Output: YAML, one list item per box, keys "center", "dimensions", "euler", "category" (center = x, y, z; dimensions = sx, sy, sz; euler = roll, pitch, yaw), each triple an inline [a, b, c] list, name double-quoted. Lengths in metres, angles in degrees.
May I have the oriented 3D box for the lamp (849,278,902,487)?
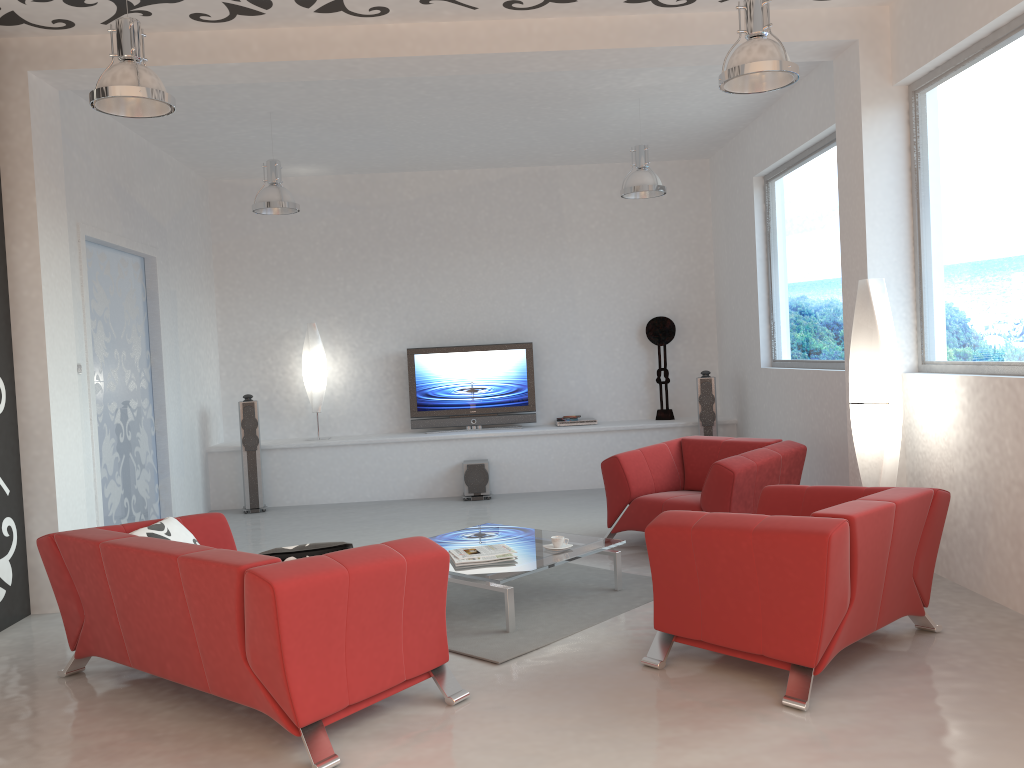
- center: [2.165, 0.270, 5.261]
  dimensions: [0.313, 1.779, 0.313]
  euler: [-3, 2, -10]
  category: "lamp"

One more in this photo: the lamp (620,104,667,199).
- center: [1.066, -1.960, 7.312]
  dimensions: [0.379, 0.800, 0.379]
  euler: [-1, 2, 37]
  category: "lamp"

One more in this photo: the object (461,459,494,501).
- center: [-0.363, 0.979, 9.055]
  dimensions: [0.336, 0.374, 0.337]
  euler: [-3, 2, -2]
  category: "object"

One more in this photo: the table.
- center: [-0.106, 1.124, 5.328]
  dimensions: [1.162, 0.286, 1.097]
  euler: [-1, 3, 43]
  category: "table"

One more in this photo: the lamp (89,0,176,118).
- center: [-1.819, -1.713, 4.203]
  dimensions: [0.379, 0.800, 0.379]
  euler: [-3, 2, -9]
  category: "lamp"

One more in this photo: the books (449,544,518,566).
- center: [-0.167, 0.975, 5.077]
  dimensions: [0.367, 0.035, 0.345]
  euler: [-3, 2, -12]
  category: "books"

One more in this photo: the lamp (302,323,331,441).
- center: [-2.096, -0.030, 9.451]
  dimensions: [0.263, 1.239, 0.263]
  euler: [-3, 2, -10]
  category: "lamp"

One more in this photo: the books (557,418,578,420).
- center: [0.598, 0.374, 9.627]
  dimensions: [0.190, 0.015, 0.135]
  euler: [-4, 2, -22]
  category: "books"

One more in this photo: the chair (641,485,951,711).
- center: [1.334, 0.870, 4.129]
  dimensions: [1.288, 0.738, 0.951]
  euler: [-5, 3, -42]
  category: "chair"

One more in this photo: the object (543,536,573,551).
- center: [0.268, 0.932, 5.198]
  dimensions: [0.153, 0.069, 0.153]
  euler: [-4, 2, -36]
  category: "object"

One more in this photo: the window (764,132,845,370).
- center: [2.514, -1.023, 7.191]
  dimensions: [0.100, 1.800, 2.400]
  euler: [-3, 2, -2]
  category: "window"

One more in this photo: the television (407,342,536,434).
- center: [-0.433, 0.041, 9.602]
  dimensions: [1.356, 0.919, 0.343]
  euler: [-3, 2, -2]
  category: "television"

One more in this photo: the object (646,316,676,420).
- center: [1.645, -0.173, 9.678]
  dimensions: [0.331, 1.130, 0.108]
  euler: [-2, 2, 23]
  category: "object"

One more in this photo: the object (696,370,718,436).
- center: [2.013, 0.451, 9.100]
  dimensions: [0.255, 1.184, 0.273]
  euler: [-2, 2, 13]
  category: "object"

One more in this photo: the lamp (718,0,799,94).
- center: [1.184, -1.869, 4.316]
  dimensions: [0.379, 0.800, 0.379]
  euler: [-2, 2, 27]
  category: "lamp"

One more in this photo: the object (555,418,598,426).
- center: [0.694, 0.412, 9.656]
  dimensions: [0.430, 0.045, 0.352]
  euler: [-3, 2, -2]
  category: "object"

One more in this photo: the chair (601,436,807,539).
- center: [1.370, 0.795, 6.390]
  dimensions: [0.951, 0.738, 1.288]
  euler: [-5, 3, -42]
  category: "chair"

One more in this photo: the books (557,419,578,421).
- center: [0.600, 0.389, 9.625]
  dimensions: [0.190, 0.015, 0.135]
  euler: [-4, 2, -37]
  category: "books"

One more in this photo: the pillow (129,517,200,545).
- center: [-1.636, 0.839, 4.290]
  dimensions: [0.288, 0.343, 0.402]
  euler: [-3, 2, 5]
  category: "pillow"

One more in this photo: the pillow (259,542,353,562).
- center: [-0.852, 0.819, 3.673]
  dimensions: [0.402, 0.343, 0.288]
  euler: [-3, 2, -10]
  category: "pillow"

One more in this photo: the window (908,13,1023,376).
- center: [2.624, -0.938, 4.394]
  dimensions: [0.100, 1.800, 2.400]
  euler: [-3, 2, -2]
  category: "window"

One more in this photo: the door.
- center: [-3.190, 0.093, 7.201]
  dimensions: [0.240, 2.550, 1.600]
  euler: [-3, 2, -2]
  category: "door"

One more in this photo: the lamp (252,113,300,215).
- center: [-1.937, -1.804, 7.199]
  dimensions: [0.379, 0.800, 0.379]
  euler: [-3, 2, -6]
  category: "lamp"

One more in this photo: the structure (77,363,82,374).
- center: [-3.055, -0.107, 6.214]
  dimensions: [0.016, 0.080, 0.170]
  euler: [-3, 2, -2]
  category: "structure"

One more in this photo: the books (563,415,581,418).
- center: [0.649, 0.356, 9.624]
  dimensions: [0.190, 0.015, 0.135]
  euler: [-3, 2, 8]
  category: "books"

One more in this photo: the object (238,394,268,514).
- center: [-2.626, 0.693, 8.930]
  dimensions: [0.255, 1.184, 0.273]
  euler: [-3, 2, -17]
  category: "object"

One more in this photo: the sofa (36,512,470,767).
- center: [-1.220, 1.005, 3.980]
  dimensions: [1.929, 0.738, 0.951]
  euler: [-1, 2, 38]
  category: "sofa"

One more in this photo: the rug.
- center: [-0.107, 1.270, 5.324]
  dimensions: [1.700, 0.025, 1.700]
  euler: [-1, 3, 43]
  category: "rug"

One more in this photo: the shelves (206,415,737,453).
- center: [-0.398, 0.528, 9.501]
  dimensions: [5.500, 0.050, 0.650]
  euler: [-3, 2, -2]
  category: "shelves"
